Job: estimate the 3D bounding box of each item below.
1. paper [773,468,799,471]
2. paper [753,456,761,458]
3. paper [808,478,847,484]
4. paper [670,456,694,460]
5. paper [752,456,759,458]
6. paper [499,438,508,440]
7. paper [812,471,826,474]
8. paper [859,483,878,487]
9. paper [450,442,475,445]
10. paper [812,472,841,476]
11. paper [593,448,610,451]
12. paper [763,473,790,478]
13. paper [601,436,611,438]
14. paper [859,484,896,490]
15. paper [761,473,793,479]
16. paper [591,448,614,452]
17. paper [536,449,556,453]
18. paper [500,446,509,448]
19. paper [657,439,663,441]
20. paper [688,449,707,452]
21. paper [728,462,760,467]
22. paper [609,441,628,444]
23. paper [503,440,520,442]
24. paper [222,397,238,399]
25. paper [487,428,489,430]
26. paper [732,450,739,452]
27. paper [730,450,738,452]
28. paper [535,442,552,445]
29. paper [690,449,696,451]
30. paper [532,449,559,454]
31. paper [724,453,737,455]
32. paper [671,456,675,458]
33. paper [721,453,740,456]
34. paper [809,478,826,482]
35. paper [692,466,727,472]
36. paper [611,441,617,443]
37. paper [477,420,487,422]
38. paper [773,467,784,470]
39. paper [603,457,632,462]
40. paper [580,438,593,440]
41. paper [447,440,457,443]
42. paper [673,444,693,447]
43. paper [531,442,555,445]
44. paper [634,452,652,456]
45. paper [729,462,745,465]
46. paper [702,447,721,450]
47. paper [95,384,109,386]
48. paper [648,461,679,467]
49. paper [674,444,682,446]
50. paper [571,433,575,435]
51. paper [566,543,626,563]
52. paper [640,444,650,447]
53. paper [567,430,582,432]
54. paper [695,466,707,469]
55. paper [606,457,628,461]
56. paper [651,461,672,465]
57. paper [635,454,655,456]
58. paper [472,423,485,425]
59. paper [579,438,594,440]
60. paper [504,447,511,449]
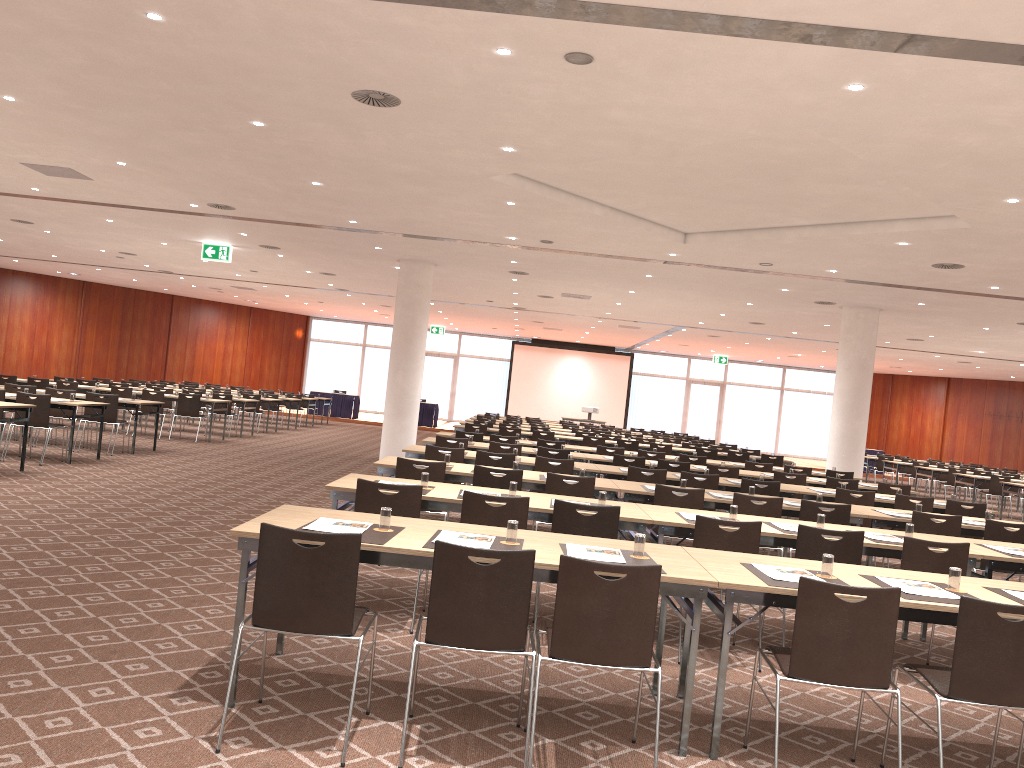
[{"bbox_3d":[4.431,1.384,14.360,0.460,0.003,0.565,6,-1,4],"label":"paper"},{"bbox_3d":[5.040,1.483,17.922,0.283,0.006,0.398,6,-1,0],"label":"paper"},{"bbox_3d":[4.436,1.363,12.393,0.460,0.003,0.565,6,-1,-1],"label":"paper"},{"bbox_3d":[2.838,1.218,14.380,0.460,0.003,0.565,6,-1,2],"label":"paper"},{"bbox_3d":[5.107,1.493,17.873,0.460,0.003,0.565,6,-1,-3],"label":"paper"},{"bbox_3d":[-0.123,0.906,14.471,0.283,0.006,0.398,6,-1,1],"label":"paper"},{"bbox_3d":[5.019,1.442,14.419,0.283,0.006,0.398,6,-1,-2],"label":"paper"},{"bbox_3d":[5.035,1.423,12.437,0.283,0.006,0.398,6,-1,2],"label":"paper"},{"bbox_3d":[-0.760,0.821,12.443,0.460,0.003,0.565,6,-1,-1],"label":"paper"},{"bbox_3d":[5.055,1.450,14.384,0.460,0.003,0.565,6,-1,2],"label":"paper"},{"bbox_3d":[1.468,1.072,14.463,0.283,0.006,0.398,6,-1,0],"label":"paper"},{"bbox_3d":[3.708,1.284,12.426,0.283,0.006,0.398,6,-1,2],"label":"paper"},{"bbox_3d":[2.169,1.205,19.957,0.283,0.006,0.398,6,-1,0],"label":"paper"},{"bbox_3d":[5.042,1.426,12.345,0.460,0.003,0.565,6,-1,1],"label":"paper"},{"bbox_3d":[3.772,1.294,12.370,0.460,0.003,0.565,6,-1,0],"label":"paper"},{"bbox_3d":[1.522,1.081,14.400,0.460,0.003,0.565,6,-1,4],"label":"paper"},{"bbox_3d":[0.481,0.947,12.476,0.283,0.006,0.398,6,-1,1],"label":"paper"},{"bbox_3d":[-0.179,0.878,12.486,0.283,0.006,0.398,6,-1,1],"label":"paper"},{"bbox_3d":[3.846,1.405,21.890,0.460,0.003,0.565,6,-1,-2],"label":"paper"},{"bbox_3d":[3.837,1.361,17.895,0.460,0.003,0.565,6,-1,1],"label":"paper"},{"bbox_3d":[3.793,1.318,14.386,0.460,0.003,0.565,6,-1,1],"label":"paper"},{"bbox_3d":[2.192,1.189,17.912,0.460,0.003,0.565,6,-1,-1],"label":"paper"},{"bbox_3d":[-0.105,0.911,14.424,0.460,0.003,0.565,6,-1,-1],"label":"paper"},{"bbox_3d":[-6.337,0.320,19.973,0.460,0.003,0.565,6,-1,3],"label":"paper"},{"bbox_3d":[-0.680,0.889,17.910,0.460,0.003,0.565,6,-1,0],"label":"paper"},{"bbox_3d":[5.089,1.510,19.938,0.283,0.006,0.398,6,-1,0],"label":"paper"},{"bbox_3d":[5.131,1.517,19.854,0.460,0.003,0.565,6,-1,3],"label":"paper"},{"bbox_3d":[0.515,0.972,14.471,0.283,0.006,0.398,6,-1,1],"label":"paper"},{"bbox_3d":[3.761,1.349,17.956,0.283,0.006,0.398,6,-1,2],"label":"paper"},{"bbox_3d":[0.529,0.955,12.404,0.460,0.003,0.565,6,-1,-3],"label":"paper"},{"bbox_3d":[4.438,1.420,17.933,0.283,0.006,0.398,6,-1,-2],"label":"paper"},{"bbox_3d":[2.760,1.207,14.470,0.283,0.006,0.398,6,-1,2],"label":"paper"},{"bbox_3d":[4.441,1.423,17.871,0.460,0.003,0.565,6,-1,2],"label":"paper"},{"bbox_3d":[4.357,1.352,12.439,0.283,0.006,0.398,6,-1,1],"label":"paper"},{"bbox_3d":[2.788,1.191,12.397,0.460,0.003,0.565,6,-1,0],"label":"paper"},{"bbox_3d":[2.165,1.183,17.948,0.283,0.006,0.398,6,-1,-2],"label":"paper"},{"bbox_3d":[-0.726,0.924,21.996,0.283,0.006,0.398,6,-1,0],"label":"paper"},{"bbox_3d":[4.359,1.374,14.455,0.283,0.006,0.398,6,-1,3],"label":"paper"},{"bbox_3d":[1.525,1.059,12.388,0.460,0.003,0.565,6,-1,-2],"label":"paper"},{"bbox_3d":[1.518,1.115,17.991,0.283,0.006,0.398,6,-1,0],"label":"paper"},{"bbox_3d":[-0.785,0.815,12.496,0.283,0.006,0.398,6,-1,3],"label":"paper"},{"bbox_3d":[3.838,1.382,19.869,0.460,0.003,0.565,6,-1,1],"label":"paper"},{"bbox_3d":[0.549,0.979,14.408,0.460,0.003,0.565,6,-1,-2],"label":"paper"},{"bbox_3d":[2.116,1.140,14.471,0.283,0.006,0.398,6,-1,0],"label":"paper"},{"bbox_3d":[3.715,1.306,14.450,0.283,0.006,0.398,6,-1,1],"label":"paper"},{"bbox_3d":[4.477,1.449,19.874,0.460,0.003,0.565,6,-1,0],"label":"paper"},{"bbox_3d":[-9.261,0.015,20.001,0.460,0.003,0.565,6,-1,-2],"label":"paper"},{"bbox_3d":[2.156,1.125,12.382,0.460,0.003,0.565,6,-1,2],"label":"paper"},{"bbox_3d":[3.777,1.373,19.934,0.283,0.006,0.398,6,-1,0],"label":"paper"},{"bbox_3d":[1.567,1.145,19.900,0.460,0.003,0.565,6,-1,-1],"label":"paper"},{"bbox_3d":[0.419,0.854,4.486,0.283,0.006,0.398,6,-1,3],"label":"paper"},{"bbox_3d":[2.838,1.256,17.877,0.460,0.003,0.565,6,-1,1],"label":"paper"},{"bbox_3d":[1.594,1.170,21.904,0.460,0.003,0.565,6,-1,1],"label":"paper"},{"bbox_3d":[2.733,1.182,12.449,0.283,0.006,0.398,6,-1,0],"label":"paper"},{"bbox_3d":[1.465,1.050,12.472,0.283,0.006,0.398,6,-1,-1],"label":"paper"},{"bbox_3d":[2.105,1.117,12.470,0.283,0.006,0.398,6,-1,4],"label":"paper"},{"bbox_3d":[2.181,1.150,14.410,0.460,0.003,0.565,6,-1,0],"label":"paper"},{"bbox_3d":[-0.750,0.900,19.983,0.283,0.006,0.398,6,-1,3],"label":"paper"},{"bbox_3d":[1.580,1.125,17.896,0.460,0.003,0.565,6,-1,1],"label":"paper"},{"bbox_3d":[-0.092,0.891,12.423,0.460,0.003,0.565,6,-1,0],"label":"paper"}]
